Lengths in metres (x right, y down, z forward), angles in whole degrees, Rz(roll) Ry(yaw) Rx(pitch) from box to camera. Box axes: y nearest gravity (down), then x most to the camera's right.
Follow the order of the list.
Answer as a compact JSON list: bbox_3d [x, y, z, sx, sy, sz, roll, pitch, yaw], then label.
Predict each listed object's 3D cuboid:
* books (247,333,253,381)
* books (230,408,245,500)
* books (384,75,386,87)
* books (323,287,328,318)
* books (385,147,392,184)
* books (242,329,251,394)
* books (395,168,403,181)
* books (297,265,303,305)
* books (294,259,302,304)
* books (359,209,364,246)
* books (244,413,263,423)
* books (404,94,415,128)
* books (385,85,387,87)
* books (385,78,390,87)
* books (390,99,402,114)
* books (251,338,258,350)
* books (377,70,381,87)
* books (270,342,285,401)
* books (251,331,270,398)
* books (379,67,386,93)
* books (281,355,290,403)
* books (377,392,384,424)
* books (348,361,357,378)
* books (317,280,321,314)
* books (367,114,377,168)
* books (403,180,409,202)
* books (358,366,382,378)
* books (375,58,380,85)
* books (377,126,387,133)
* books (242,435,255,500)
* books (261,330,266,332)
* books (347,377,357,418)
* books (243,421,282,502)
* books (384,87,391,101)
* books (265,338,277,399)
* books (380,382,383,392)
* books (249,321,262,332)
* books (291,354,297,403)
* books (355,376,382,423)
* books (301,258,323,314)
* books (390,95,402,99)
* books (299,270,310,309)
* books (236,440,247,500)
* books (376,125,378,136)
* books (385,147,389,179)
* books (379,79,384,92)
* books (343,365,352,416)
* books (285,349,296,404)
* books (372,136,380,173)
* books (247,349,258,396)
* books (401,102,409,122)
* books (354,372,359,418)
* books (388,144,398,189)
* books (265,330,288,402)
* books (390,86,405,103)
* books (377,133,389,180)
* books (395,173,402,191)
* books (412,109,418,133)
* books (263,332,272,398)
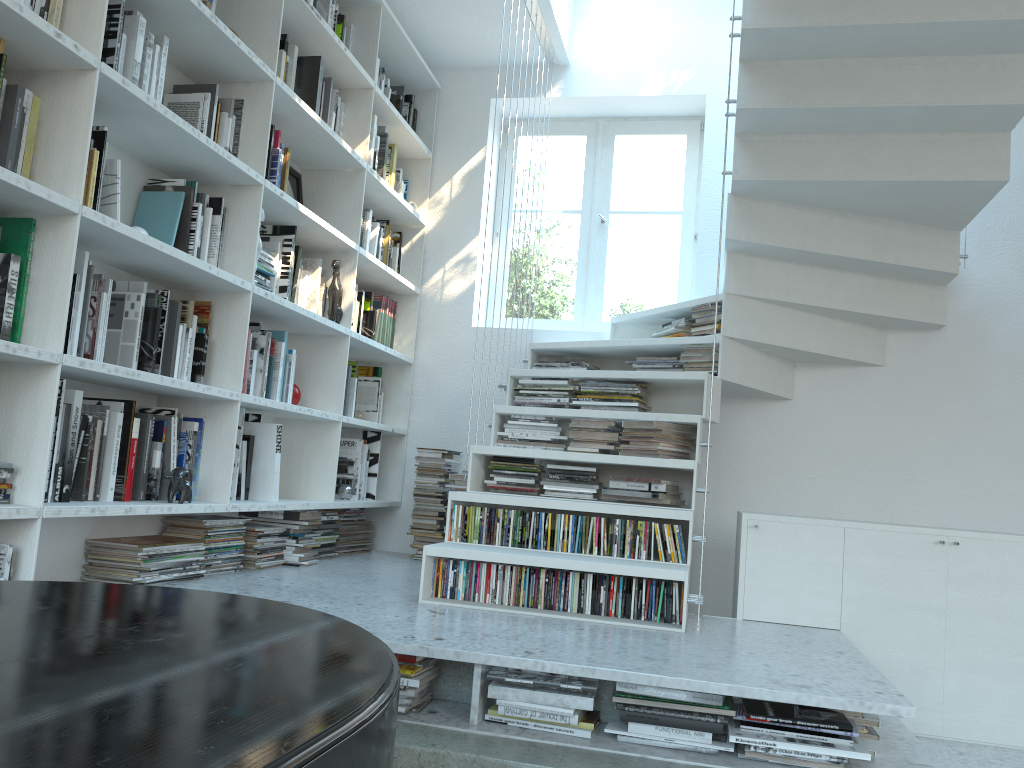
[{"bbox_3d":[-1.043,-0.071,3.227,0.177,0.239,0.026,3,-6,13],"label":"books"},{"bbox_3d":[-1.062,0.247,3.209,0.168,0.333,0.014,3,-6,13],"label":"books"},{"bbox_3d":[-0.705,-1.410,4.390,0.143,0.263,0.015,3,-6,13],"label":"books"},{"bbox_3d":[-0.883,-0.333,3.817,0.166,0.179,0.027,3,-6,13],"label":"books"},{"bbox_3d":[-0.669,-1.030,4.260,0.174,0.222,0.013,3,-6,13],"label":"books"},{"bbox_3d":[-1.035,-0.078,3.189,0.185,0.246,0.045,3,-6,13],"label":"books"},{"bbox_3d":[-0.667,-1.005,4.654,0.163,0.258,0.029,3,-6,13],"label":"books"},{"bbox_3d":[-0.942,-0.382,3.669,0.129,0.235,0.028,3,-6,13],"label":"books"},{"bbox_3d":[-0.938,-0.393,3.606,0.147,0.242,0.031,3,-6,13],"label":"books"},{"bbox_3d":[-0.785,-0.700,4.166,0.158,0.260,0.013,3,-6,13],"label":"books"},{"bbox_3d":[-1.038,0.274,3.404,0.136,0.325,0.012,3,-6,13],"label":"books"},{"bbox_3d":[-0.616,-1.384,4.671,0.189,0.286,0.014,3,-6,13],"label":"books"},{"bbox_3d":[-0.701,-1.388,4.458,0.131,0.235,0.010,3,-6,13],"label":"books"},{"bbox_3d":[-0.689,-1.404,4.492,0.131,0.277,0.069,3,-6,13],"label":"books"},{"bbox_3d":[-0.657,-1.356,4.527,0.186,0.193,0.024,3,-6,13],"label":"books"},{"bbox_3d":[-1.031,-0.060,3.271,0.179,0.229,0.012,3,-6,13],"label":"books"},{"bbox_3d":[-0.718,-1.406,4.309,0.143,0.236,0.025,3,-6,13],"label":"books"},{"bbox_3d":[-0.981,-0.045,3.434,0.189,0.243,0.023,3,-6,13],"label":"books"},{"bbox_3d":[-1.004,-0.069,3.287,0.191,0.254,0.028,3,-6,13],"label":"books"},{"bbox_3d":[-0.712,-1.423,4.379,0.159,0.284,0.012,3,-6,13],"label":"books"},{"bbox_3d":[-0.976,-0.017,3.494,0.189,0.200,0.030,3,-6,13],"label":"books"},{"bbox_3d":[-0.749,0.129,4.566,0.167,0.181,0.028,3,-6,13],"label":"books"},{"bbox_3d":[-0.823,0.031,4.203,0.161,0.284,0.011,3,-6,13],"label":"books"},{"bbox_3d":[-0.896,-0.373,3.741,0.176,0.239,0.041,3,-6,13],"label":"books"},{"bbox_3d":[-0.712,-1.083,3.996,0.189,0.263,0.026,3,-6,13],"label":"books"},{"bbox_3d":[-0.638,-0.976,4.706,0.170,0.216,0.011,3,-6,13],"label":"books"},{"bbox_3d":[-0.752,0.066,4.616,0.129,0.315,0.013,3,-6,13],"label":"books"},{"bbox_3d":[-0.732,-1.428,4.248,0.179,0.264,0.029,3,-6,13],"label":"books"},{"bbox_3d":[-0.680,-1.075,4.200,0.152,0.296,0.022,3,-6,13],"label":"books"},{"bbox_3d":[-1.051,0.304,3.287,0.171,0.239,0.031,3,-6,13],"label":"books"},{"bbox_3d":[-1.015,-0.072,3.346,0.152,0.271,0.011,3,-6,13],"label":"books"},{"bbox_3d":[-0.822,0.069,4.182,0.174,0.205,0.021,3,-6,13],"label":"books"},{"bbox_3d":[-0.996,0.287,3.332,0.255,0.291,0.075,3,-6,13],"label":"books"},{"bbox_3d":[-0.696,-1.380,4.422,0.163,0.211,0.057,3,-6,13],"label":"books"},{"bbox_3d":[-0.992,-0.055,3.379,0.177,0.249,0.014,3,-6,13],"label":"books"},{"bbox_3d":[-0.751,0.103,4.593,0.152,0.237,0.022,3,-6,13],"label":"books"},{"bbox_3d":[-1.019,-0.089,3.313,0.147,0.299,0.013,3,-6,13],"label":"books"},{"bbox_3d":[-0.963,-0.017,3.584,0.170,0.223,0.027,3,-6,13],"label":"books"},{"bbox_3d":[-0.757,0.090,4.552,0.161,0.253,0.012,3,-6,13],"label":"books"},{"bbox_3d":[-0.899,-0.392,3.712,0.191,0.270,0.021,3,-6,13],"label":"books"},{"bbox_3d":[-0.661,-1.378,4.577,0.160,0.247,0.068,3,-6,13],"label":"books"},{"bbox_3d":[-0.930,-0.368,3.692,0.155,0.213,0.025,3,-6,13],"label":"books"},{"bbox_3d":[-1.059,0.309,3.236,0.184,0.217,0.052,3,-6,13],"label":"books"},{"bbox_3d":[-0.711,-1.073,4.095,0.158,0.263,0.023,3,-6,13],"label":"books"},{"bbox_3d":[-0.683,-1.028,4.214,0.184,0.206,0.014,3,-6,13],"label":"books"},{"bbox_3d":[-0.714,-1.387,4.347,0.163,0.208,0.026,3,-6,13],"label":"books"},{"bbox_3d":[-0.836,0.033,4.066,0.184,0.248,0.027,3,-6,13],"label":"books"},{"bbox_3d":[-0.967,-0.026,3.559,0.181,0.235,0.025,3,-6,13],"label":"books"},{"bbox_3d":[-0.704,-1.040,4.066,0.189,0.193,0.024,3,-6,13],"label":"books"},{"bbox_3d":[-1.028,-0.038,3.247,0.186,0.181,0.028,3,-6,13],"label":"books"},{"bbox_3d":[-0.635,-1.356,4.610,0.192,0.216,0.012,3,-6,13],"label":"books"},{"bbox_3d":[-0.822,0.058,4.247,0.166,0.239,0.013,3,-6,13],"label":"books"},{"bbox_3d":[-0.684,-1.038,4.292,0.247,0.241,0.042,3,-6,13],"label":"books"},{"bbox_3d":[-0.977,-0.066,3.461,0.181,0.290,0.026,3,-6,13],"label":"books"},{"bbox_3d":[-0.650,-1.404,4.632,0.161,0.313,0.014,3,-6,13],"label":"books"},{"bbox_3d":[-0.682,-1.057,4.175,0.189,0.253,0.023,3,-6,13],"label":"books"},{"bbox_3d":[-0.670,-0.989,4.603,0.180,0.213,0.023,3,-6,13],"label":"books"},{"bbox_3d":[-0.607,-1.351,4.737,0.187,0.237,0.025,3,-6,13],"label":"books"},{"bbox_3d":[-1.001,-0.069,3.319,0.186,0.262,0.012,3,-6,13],"label":"books"}]
